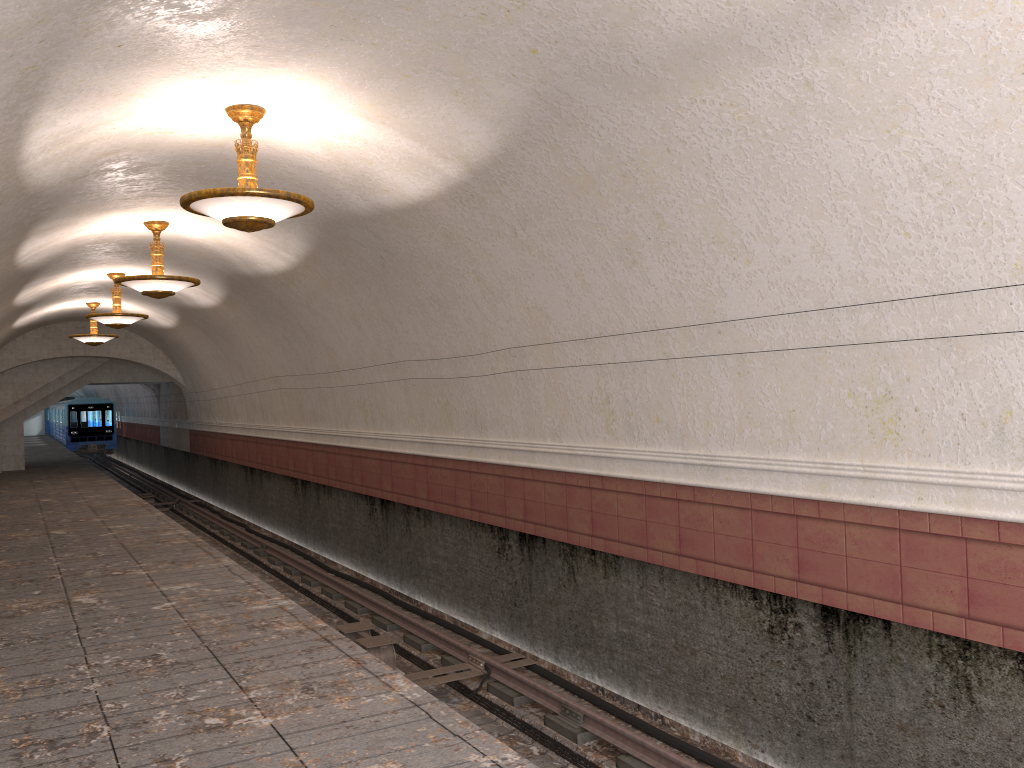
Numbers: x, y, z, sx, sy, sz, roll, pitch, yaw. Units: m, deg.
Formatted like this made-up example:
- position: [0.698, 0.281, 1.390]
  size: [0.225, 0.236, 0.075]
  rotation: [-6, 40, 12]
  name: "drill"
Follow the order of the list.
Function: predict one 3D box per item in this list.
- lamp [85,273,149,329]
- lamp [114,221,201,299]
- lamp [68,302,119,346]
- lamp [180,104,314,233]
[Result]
- position: [-6.830, -1.422, 15.328]
  size: [1.008, 0.955, 1.008]
  rotation: [-2, -1, -14]
  name: "lamp"
- position: [-4.449, -1.541, 11.129]
  size: [1.008, 0.955, 1.008]
  rotation: [-2, -1, -14]
  name: "lamp"
- position: [-9.211, -1.304, 19.528]
  size: [1.008, 0.955, 1.008]
  rotation: [-2, -1, 16]
  name: "lamp"
- position: [-2.068, -1.659, 6.929]
  size: [1.008, 0.955, 1.008]
  rotation: [-2, -1, 44]
  name: "lamp"
